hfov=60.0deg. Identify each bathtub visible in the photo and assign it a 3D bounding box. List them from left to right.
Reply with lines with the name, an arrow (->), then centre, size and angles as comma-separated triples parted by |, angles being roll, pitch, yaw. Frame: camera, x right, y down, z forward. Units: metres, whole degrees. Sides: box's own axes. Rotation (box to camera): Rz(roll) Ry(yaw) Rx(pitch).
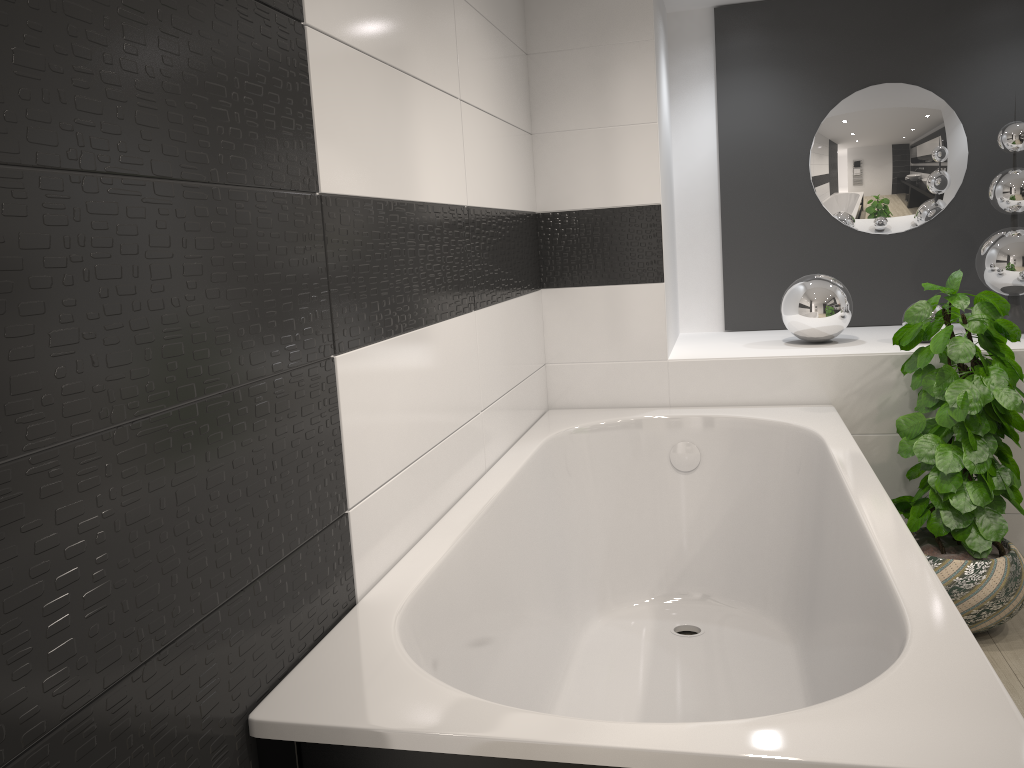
bathtub -> 0.394, 0.599, 2.190 | 1.008, 0.673, 2.190 | -2, 9, 14

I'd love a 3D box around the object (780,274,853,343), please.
object -> 1.161, -0.289, 3.382 | 0.260, 0.260, 0.262 | 0, 9, 27

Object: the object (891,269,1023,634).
object -> 1.396, 0.209, 2.781 | 0.439, 1.127, 0.419 | -9, 9, -35

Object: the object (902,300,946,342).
object -> 1.497, -0.228, 3.214 | 0.150, 0.150, 0.151 | 1, 9, 27

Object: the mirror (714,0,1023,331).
mirror -> 1.559, -0.933, 3.677 | 1.360, 1.376, 0.078 | -2, 7, 14

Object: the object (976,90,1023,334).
object -> 1.892, -0.648, 3.335 | 0.260, 0.894, 0.262 | 0, 8, 27
